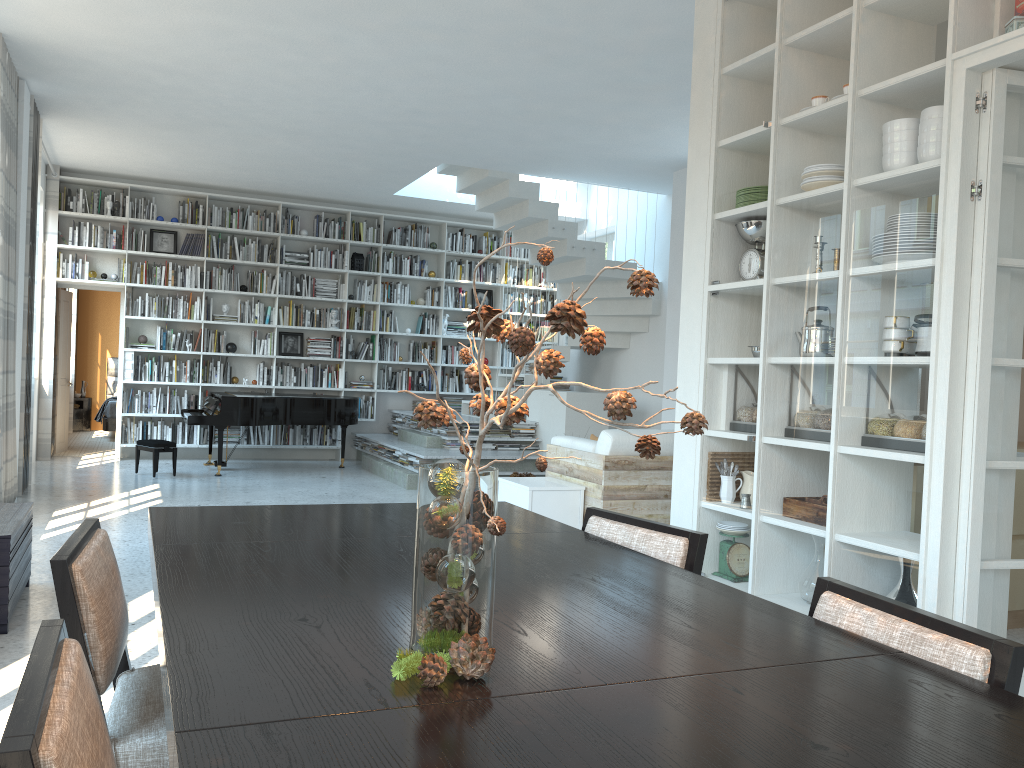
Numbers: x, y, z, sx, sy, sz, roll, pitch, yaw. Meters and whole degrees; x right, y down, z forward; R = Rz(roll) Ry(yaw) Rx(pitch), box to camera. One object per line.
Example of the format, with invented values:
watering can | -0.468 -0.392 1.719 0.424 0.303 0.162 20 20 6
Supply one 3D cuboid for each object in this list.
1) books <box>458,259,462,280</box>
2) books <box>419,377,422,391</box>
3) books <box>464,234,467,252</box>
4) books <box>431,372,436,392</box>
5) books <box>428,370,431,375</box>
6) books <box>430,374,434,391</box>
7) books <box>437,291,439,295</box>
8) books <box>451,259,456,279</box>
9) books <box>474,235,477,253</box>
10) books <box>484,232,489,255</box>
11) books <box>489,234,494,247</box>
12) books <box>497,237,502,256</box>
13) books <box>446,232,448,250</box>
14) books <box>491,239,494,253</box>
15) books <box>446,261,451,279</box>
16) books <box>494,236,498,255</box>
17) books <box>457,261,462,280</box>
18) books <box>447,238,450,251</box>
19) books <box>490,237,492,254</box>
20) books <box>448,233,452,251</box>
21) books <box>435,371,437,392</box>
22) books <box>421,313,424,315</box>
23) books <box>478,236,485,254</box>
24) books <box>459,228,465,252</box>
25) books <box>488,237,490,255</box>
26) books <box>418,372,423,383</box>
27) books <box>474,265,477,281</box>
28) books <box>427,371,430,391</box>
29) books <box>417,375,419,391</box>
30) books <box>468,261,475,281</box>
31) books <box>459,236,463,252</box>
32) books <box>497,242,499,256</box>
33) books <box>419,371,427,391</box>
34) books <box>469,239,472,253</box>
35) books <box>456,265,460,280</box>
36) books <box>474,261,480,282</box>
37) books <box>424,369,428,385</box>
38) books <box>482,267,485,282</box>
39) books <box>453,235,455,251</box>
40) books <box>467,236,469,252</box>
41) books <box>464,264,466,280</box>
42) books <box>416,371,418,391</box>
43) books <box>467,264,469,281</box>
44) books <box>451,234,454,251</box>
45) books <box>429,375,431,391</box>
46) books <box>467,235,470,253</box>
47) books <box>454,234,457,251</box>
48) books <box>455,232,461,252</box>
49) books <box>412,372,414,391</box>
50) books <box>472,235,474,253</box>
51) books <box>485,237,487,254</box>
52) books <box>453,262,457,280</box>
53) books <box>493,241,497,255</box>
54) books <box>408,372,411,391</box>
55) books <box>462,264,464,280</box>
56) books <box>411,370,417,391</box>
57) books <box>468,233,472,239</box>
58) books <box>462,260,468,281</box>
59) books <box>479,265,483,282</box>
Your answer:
books | -0.697 -1.507 11.781 0.011 0.296 0.162 2 1 -23
books | -1.224 -0.001 11.613 0.025 0.181 0.169 2 1 -23
books | -0.634 -1.855 11.785 0.014 0.262 0.168 2 1 -23
books | -1.048 -0.032 11.683 0.026 0.258 0.156 2 1 -23
books | -1.097 -0.047 11.688 0.012 0.282 0.143 2 1 -23
books | -1.069 -0.018 11.668 0.025 0.228 0.175 2 1 -23
books | -1.000 -1.115 11.675 0.013 0.221 0.155 2 1 -23
books | -0.797 -1.504 11.740 0.051 0.282 0.166 2 1 -23
books | -0.517 -1.848 11.843 0.030 0.257 0.164 2 1 -23
books | -0.354 -1.873 11.908 0.007 0.321 0.165 2 1 -23
books | -0.282 -1.859 11.954 0.020 0.299 0.131 2 1 -23
books | -0.179 -1.837 11.985 0.026 0.263 0.163 2 1 -23
books | -0.882 -1.866 11.699 0.014 0.264 0.140 2 1 -23
books | -0.292 -1.827 11.929 0.018 0.235 0.186 2 1 -23
books | -0.840 -1.492 11.725 0.012 0.254 0.161 2 1 -23
books | -0.237 -1.847 11.977 0.025 0.279 0.136 2 1 -23
books | -0.711 -1.490 11.767 0.026 0.261 0.167 2 1 -23
books | -0.856 -1.824 11.681 0.022 0.182 0.189 2 1 -23
books | -0.317 -1.839 11.941 0.017 0.257 0.146 2 1 -23
books | -0.837 -1.858 11.700 0.025 0.250 0.178 2 1 -23
books | -1.024 -0.039 11.693 0.025 0.272 0.171 2 1 -23
books | -1.175 -0.788 11.622 0.016 0.290 0.135 2 1 -23
books | -0.409 -1.843 11.877 0.019 0.256 0.169 2 1 -23
books | -0.672 -1.891 11.764 0.014 0.332 0.180 2 1 -23
books | -0.333 -1.836 11.918 0.031 0.249 0.164 2 1 -23
books | -1.207 -0.034 11.622 0.012 0.249 0.164 2 1 -23
books | -0.514 -1.466 11.838 0.030 0.230 0.187 2 1 -23
books | -1.119 -0.039 11.664 0.021 0.265 0.150 2 1 -23
books | -1.247 -0.017 11.610 0.022 0.211 0.135 2 1 -23
books | -0.562 -1.486 11.786 0.032 0.265 0.245 2 1 -23
books | -0.699 -1.842 11.766 0.030 0.231 0.148 2 1 -23
books | -0.215 -1.813 11.994 0.031 0.211 0.131 2 1 -23
books | -1.169 -0.042 11.632 0.070 0.266 0.186 2 1 -23
books | -0.577 -1.822 11.807 0.024 0.202 0.190 2 1 -23
books | -0.734 -1.464 11.753 0.025 0.207 0.175 2 1 -23
books | -0.473 -1.491 11.885 0.048 0.283 0.162 2 1 -23
books | -1.134 -0.054 11.657 0.013 0.294 0.134 2 1 -23
books | -0.407 -1.456 11.896 0.031 0.217 0.165 2 1 -23
books | -0.792 -1.846 11.724 0.024 0.231 0.168 2 1 -23
books | -0.619 -1.841 11.793 0.022 0.236 0.172 2 1 -23
books | -0.660 -1.476 11.814 0.024 0.236 0.146 2 1 -23
books | -1.268 -0.044 11.598 0.026 0.263 0.169 2 1 -23
books | -0.610 -1.475 11.823 0.025 0.238 0.142 2 1 -23
books | -0.812 -1.852 11.706 0.026 0.242 0.184 2 1 -23
books | -1.100 -0.015 11.660 0.013 0.220 0.168 2 1 -23
books | -0.602 -1.850 11.810 0.021 0.254 0.151 2 1 -23
books | -0.775 -1.855 11.750 0.027 0.249 0.140 2 1 -23
books | -0.733 -1.867 11.748 0.048 0.278 0.150 2 1 -23
books | -1.317 -0.036 11.588 0.021 0.242 0.131 2 1 -23
books | -0.541 -1.847 11.846 0.012 0.254 0.161 2 1 -23
books | -0.382 -1.839 11.898 0.016 0.252 0.189 2 1 -23
books | -0.766 -1.487 11.764 0.026 0.251 0.130 2 1 -23
books | -0.256 -1.813 11.951 0.029 0.210 0.169 2 1 -23
books | -1.355 -0.038 11.548 0.031 0.244 0.184 2 1 -23
books | -0.679 -1.470 11.790 0.030 0.224 0.157 2 1 -23
books | -1.289 -0.044 11.582 0.026 0.262 0.173 2 1 -23
books | -0.570 -1.861 11.837 0.012 0.279 0.153 2 1 -23
books | -0.628 -1.500 11.804 0.026 0.288 0.156 2 1 -23
books | -0.436 -1.468 11.875 0.014 0.240 0.189 2 1 -23
